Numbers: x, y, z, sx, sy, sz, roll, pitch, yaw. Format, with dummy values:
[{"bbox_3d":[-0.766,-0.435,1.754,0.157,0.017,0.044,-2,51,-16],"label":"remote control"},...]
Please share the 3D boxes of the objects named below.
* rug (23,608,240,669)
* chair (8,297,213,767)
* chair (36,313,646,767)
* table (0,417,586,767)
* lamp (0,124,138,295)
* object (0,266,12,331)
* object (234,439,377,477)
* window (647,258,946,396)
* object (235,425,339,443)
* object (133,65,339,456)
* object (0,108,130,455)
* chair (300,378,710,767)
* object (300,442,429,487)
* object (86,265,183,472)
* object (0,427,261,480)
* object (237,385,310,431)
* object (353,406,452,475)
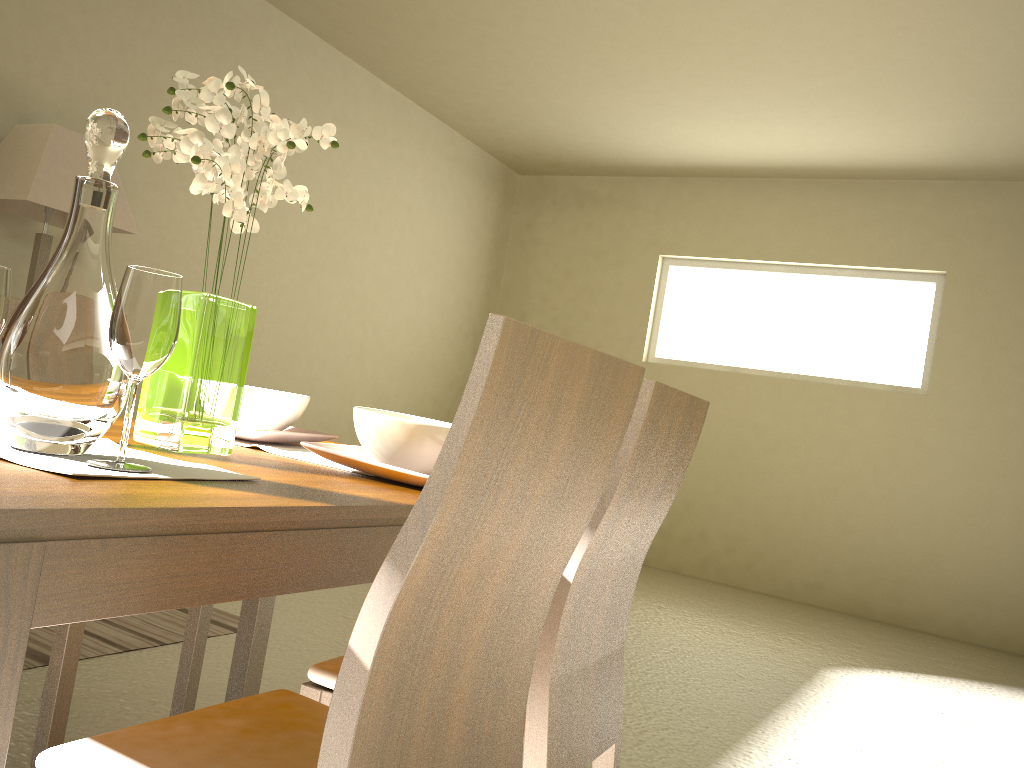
[{"bbox_3d":[-1.671,0.771,2.848,0.843,0.010,1.613,8,-3,29],"label":"rug"},{"bbox_3d":[-1.021,0.337,2.121,0.507,1.017,0.404,8,-3,26],"label":"chair"},{"bbox_3d":[-0.221,0.428,1.049,0.507,1.017,0.404,8,-3,30],"label":"chair"},{"bbox_3d":[-0.573,0.503,1.527,1.000,0.790,1.411,8,-3,29],"label":"table"},{"bbox_3d":[-2.014,-0.158,3.658,0.499,1.782,0.499,8,-3,29],"label":"lamp"},{"bbox_3d":[-0.801,-0.064,1.321,0.075,0.232,0.075,10,-2,-12],"label":"object"},{"bbox_3d":[-0.405,0.136,1.783,0.589,0.010,0.287,8,-3,32],"label":"object"},{"bbox_3d":[2.024,-0.446,6.521,2.025,0.848,0.100,8,-3,29],"label":"window"},{"bbox_3d":[-0.555,0.097,1.856,0.283,0.033,0.283,9,-2,23],"label":"object"},{"bbox_3d":[-0.488,-0.194,1.442,0.304,0.608,0.302,8,-3,32],"label":"object"},{"bbox_3d":[-0.531,-0.130,1.089,0.156,0.426,0.156,10,-2,-20],"label":"object"},{"bbox_3d":[-0.026,0.480,1.536,0.507,1.017,0.404,8,-2,26],"label":"chair"},{"bbox_3d":[-0.176,0.149,1.541,0.283,0.041,0.283,8,-3,29],"label":"object"},{"bbox_3d":[-0.437,-0.018,1.034,0.075,0.232,0.075,10,-2,-12],"label":"object"},{"bbox_3d":[-0.655,0.070,1.173,0.589,0.010,0.287,8,-2,26],"label":"object"},{"bbox_3d":[-0.548,0.057,1.858,0.233,0.101,0.233,9,-2,18],"label":"object"},{"bbox_3d":[-0.167,0.110,1.541,0.232,0.107,0.233,8,-3,40],"label":"object"}]
